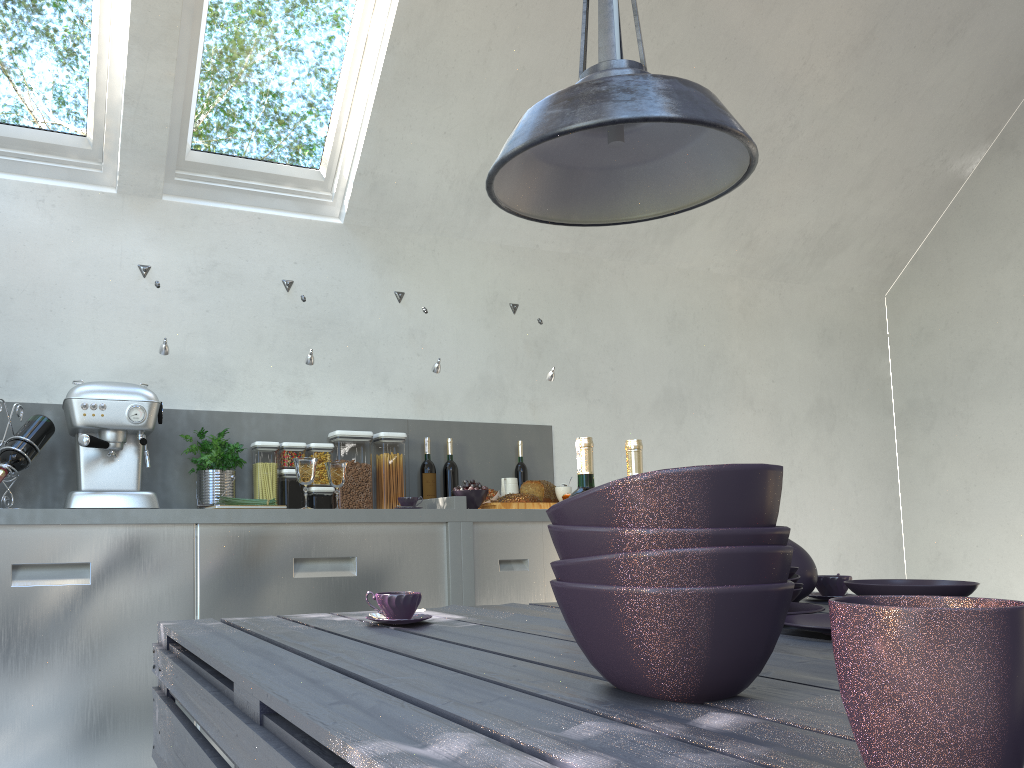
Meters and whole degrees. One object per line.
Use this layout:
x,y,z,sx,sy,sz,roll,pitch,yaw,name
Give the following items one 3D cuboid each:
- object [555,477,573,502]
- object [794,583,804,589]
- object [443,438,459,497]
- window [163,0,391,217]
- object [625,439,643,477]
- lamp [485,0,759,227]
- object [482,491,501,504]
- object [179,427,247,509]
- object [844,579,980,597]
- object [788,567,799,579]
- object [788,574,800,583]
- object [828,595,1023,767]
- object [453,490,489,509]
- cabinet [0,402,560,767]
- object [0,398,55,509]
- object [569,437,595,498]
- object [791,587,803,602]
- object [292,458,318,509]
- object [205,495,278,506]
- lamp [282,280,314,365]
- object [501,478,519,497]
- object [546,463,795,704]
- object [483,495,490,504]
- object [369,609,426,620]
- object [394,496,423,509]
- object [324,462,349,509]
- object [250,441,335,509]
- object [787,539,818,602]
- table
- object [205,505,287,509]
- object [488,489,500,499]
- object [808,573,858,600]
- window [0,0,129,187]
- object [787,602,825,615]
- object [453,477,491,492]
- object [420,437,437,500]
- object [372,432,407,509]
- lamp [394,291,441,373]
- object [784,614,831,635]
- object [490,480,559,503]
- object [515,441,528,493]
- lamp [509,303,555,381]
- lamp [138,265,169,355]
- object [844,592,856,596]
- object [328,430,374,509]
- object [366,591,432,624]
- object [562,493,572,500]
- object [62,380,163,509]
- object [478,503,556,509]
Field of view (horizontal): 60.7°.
0.224,0.464,3.814,0.076,0.120,0.070,-3,-7,19,object
0.379,0.359,1.512,0.219,0.062,0.241,3,-10,-22,object
-0.279,0.418,3.973,0.069,0.342,0.076,1,-6,-23,object
-0.839,-1.561,3.330,0.794,1.377,1.562,2,-8,-27,window
0.260,0.287,1.813,0.093,0.342,0.090,-2,-6,7,object
0.153,-0.872,1.480,0.412,1.087,0.454,2,-7,-26,lamp
-0.122,0.487,3.741,0.194,0.058,0.205,0,-10,-6,object
-1.180,0.338,3.460,0.259,0.339,0.241,-3,-7,16,object
0.772,0.408,1.695,0.237,0.047,0.224,-3,-10,14,object
0.371,0.334,1.511,0.218,0.058,0.242,4,-11,-26,object
0.375,0.346,1.515,0.220,0.062,0.240,3,-10,-22,object
0.250,0.179,0.502,0.122,0.108,0.107,4,-9,-34,object
-0.166,0.473,3.557,0.154,0.078,0.141,-4,-9,21,object
-0.885,0.808,3.410,2.726,1.465,0.599,3,-7,-24,cabinet
-1.782,0.249,3.070,0.235,0.390,0.332,-1,-7,1,object
0.152,0.279,1.755,0.094,0.342,0.089,-3,-6,12,object
0.378,0.374,1.509,0.237,0.047,0.224,-3,-10,14,object
-0.771,0.374,3.272,0.103,0.190,0.094,-4,-7,22,object
-1.005,0.435,3.231,0.271,0.053,0.146,1,-9,-9,object
-0.893,-0.268,3.663,0.057,0.433,0.351,1,-7,-28,lamp
-0.009,0.474,3.850,0.081,0.118,0.091,-1,-7,-5,object
0.148,0.191,0.846,0.185,0.212,0.226,2,-8,-26,object
-0.154,0.477,3.716,0.123,0.076,0.115,-4,-9,17,object
-0.207,0.414,1.571,0.029,0.013,0.125,-8,-12,39,object
-0.411,0.474,3.465,0.114,0.056,0.120,1,-9,-11,object
-0.693,0.407,3.467,0.093,0.190,0.105,3,-8,-38,object
-0.916,0.396,3.660,0.326,0.292,0.112,2,-7,-24,object
0.527,0.351,1.841,0.203,0.230,0.230,2,-8,-25,object
0.411,0.755,1.229,1.531,0.790,1.592,3,-10,-26,table
-0.987,0.459,3.238,0.250,0.012,0.192,5,-11,-28,object
-0.101,0.494,3.815,0.123,0.076,0.115,-4,-9,17,object
0.704,0.446,1.923,0.110,0.056,0.123,5,-11,-34,object
-1.705,-1.607,2.954,0.794,1.384,1.570,2,-8,-27,window
0.378,0.395,1.510,0.300,0.024,0.294,-2,-10,5,object
-0.168,0.424,3.561,0.150,0.094,0.151,6,-11,-40,object
-0.377,0.412,3.930,0.069,0.342,0.077,2,-6,-33,object
-0.538,0.396,3.852,0.122,0.351,0.135,2,-6,-27,object
-0.408,-0.237,3.883,0.056,0.432,0.362,3,-8,-37,lamp
0.502,0.348,1.251,0.225,0.019,0.246,3,-11,-22,object
0.060,0.464,3.770,0.134,0.111,0.431,-6,-11,32,object
0.044,0.439,4.116,0.060,0.342,0.065,1,-6,-23,object
0.099,-0.205,4.103,0.057,0.433,0.351,1,-7,-28,lamp
-1.400,-0.301,3.443,0.056,0.432,0.362,3,-8,-37,lamp
0.744,0.459,1.901,0.027,0.013,0.137,2,-10,-18,object
-0.695,0.386,3.780,0.167,0.351,0.135,2,-7,-27,object
-0.198,0.390,1.531,0.110,0.056,0.124,6,-11,-38,object
0.243,0.490,3.751,0.056,0.046,0.063,6,-11,-41,object
-1.465,0.222,3.224,0.342,0.496,0.452,2,-8,-27,object
0.057,0.529,3.747,0.449,0.028,0.325,4,-11,-25,object
